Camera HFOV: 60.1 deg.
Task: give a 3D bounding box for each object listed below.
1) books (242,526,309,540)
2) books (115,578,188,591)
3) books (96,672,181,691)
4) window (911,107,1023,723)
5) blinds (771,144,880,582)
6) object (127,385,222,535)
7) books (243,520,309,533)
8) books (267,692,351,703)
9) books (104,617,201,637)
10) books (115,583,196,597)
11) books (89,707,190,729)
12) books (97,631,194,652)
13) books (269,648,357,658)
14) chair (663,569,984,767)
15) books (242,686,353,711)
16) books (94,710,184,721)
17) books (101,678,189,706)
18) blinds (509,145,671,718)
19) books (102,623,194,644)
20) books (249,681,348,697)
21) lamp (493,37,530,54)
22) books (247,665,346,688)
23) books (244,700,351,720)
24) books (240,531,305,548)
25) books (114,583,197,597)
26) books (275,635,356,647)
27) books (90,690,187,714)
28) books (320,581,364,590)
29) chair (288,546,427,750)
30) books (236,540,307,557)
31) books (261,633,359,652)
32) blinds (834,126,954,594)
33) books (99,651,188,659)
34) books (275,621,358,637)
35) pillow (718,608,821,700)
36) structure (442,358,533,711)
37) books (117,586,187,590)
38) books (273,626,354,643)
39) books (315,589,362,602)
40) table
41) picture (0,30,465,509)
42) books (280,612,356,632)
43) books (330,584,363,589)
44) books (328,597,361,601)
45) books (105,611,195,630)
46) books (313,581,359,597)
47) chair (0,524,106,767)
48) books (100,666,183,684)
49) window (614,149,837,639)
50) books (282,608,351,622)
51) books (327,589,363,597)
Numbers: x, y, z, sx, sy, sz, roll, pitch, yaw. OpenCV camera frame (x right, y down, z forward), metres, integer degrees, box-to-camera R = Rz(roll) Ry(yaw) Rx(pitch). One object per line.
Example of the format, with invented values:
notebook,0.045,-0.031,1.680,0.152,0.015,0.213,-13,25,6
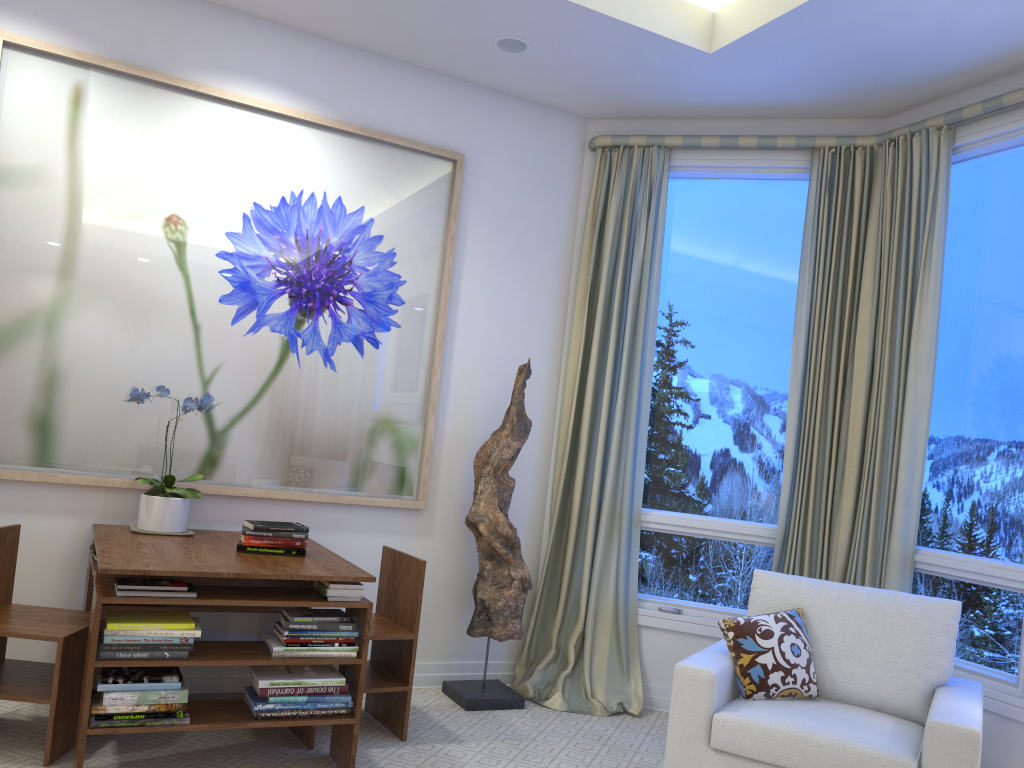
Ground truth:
books,-0.770,0.481,2.875,0.206,0.020,0.124,7,-4,-16
books,-0.985,0.546,2.418,0.177,0.009,0.113,8,-4,-26
books,-1.009,0.801,2.391,0.206,0.019,0.119,8,-4,-26
window,1.847,0.072,2.771,0.206,2.024,1.511,7,-2,-26
blinds,1.199,0.216,3.447,0.523,2.368,0.270,6,-1,17
object,-1.195,0.259,3.051,0.306,0.504,0.215,7,-2,-26
books,-0.765,0.462,2.874,0.181,0.018,0.125,9,-5,-31
books,-0.608,0.908,2.617,0.235,0.018,0.169,8,-4,-21
books,-0.983,0.664,2.431,0.240,0.019,0.173,8,-4,-21
books,-0.972,0.560,2.418,0.201,0.014,0.136,8,-4,-26
books,-1.011,0.893,2.402,0.243,0.019,0.168,8,-4,-26
books,-0.997,0.699,2.407,0.235,0.019,0.143,8,-4,-26
books,-0.597,0.781,2.626,0.240,0.017,0.173,8,-4,-21
chair,0.963,0.972,2.674,0.804,0.705,0.690,5,-3,29
books,-0.633,0.921,2.608,0.285,0.018,0.181,8,-4,-26
books,-1.013,0.874,2.397,0.218,0.021,0.157,8,-4,-26
books,-0.994,0.829,2.396,0.209,0.036,0.144,8,-4,-26
blinds,0.349,0.136,3.690,0.641,2.372,0.295,6,-1,15
books,-0.994,0.680,2.415,0.223,0.020,0.154,8,-4,-26
books,-0.630,0.883,2.614,0.257,0.033,0.155,8,-4,-26
lamp,-0.001,-1.245,3.276,0.137,0.014,0.138,3,-5,36
books,-0.636,0.856,2.609,0.249,0.022,0.179,8,-4,-26
books,-0.637,0.943,2.621,0.277,0.032,0.192,8,-4,-26
books,-0.777,0.504,2.872,0.190,0.031,0.132,8,-4,-21
books,-0.973,0.560,2.418,0.201,0.015,0.140,8,-4,-26
books,-0.584,0.755,2.623,0.206,0.011,0.148,8,-4,-26
books,-1.009,0.854,2.391,0.234,0.022,0.141,8,-4,-26
books,-0.511,0.591,2.640,0.103,0.013,0.142,8,-4,-26
chair,-0.554,0.879,3.042,0.341,0.609,0.339,7,-2,-31
books,-0.778,0.532,2.882,0.213,0.027,0.154,7,-4,-11
books,-0.602,0.766,2.629,0.249,0.015,0.179,8,-4,-26
blinds,1.324,0.221,3.300,0.267,2.365,0.523,7,-1,-33
books,-1.004,0.718,2.406,0.218,0.020,0.157,8,-4,-26
books,-0.581,0.728,2.630,0.218,0.017,0.137,8,-4,-26
pillow,0.802,0.830,2.748,0.285,0.272,0.187,7,-2,-17
structure,-0.048,0.580,3.569,0.306,1.392,0.263,7,-1,-26
books,-0.984,0.546,2.418,0.174,0.008,0.111,8,-4,-26
books,-0.589,0.742,2.622,0.210,0.015,0.145,8,-4,-26
books,-0.517,0.626,2.638,0.103,0.013,0.142,8,-4,-26
table,-0.960,0.824,2.831,0.742,0.599,0.899,8,-3,-26
picture,-1.026,-0.324,3.253,1.685,1.459,0.030,8,-1,-26
books,-0.578,0.708,2.631,0.206,0.026,0.124,8,-4,-21
books,-0.512,0.591,2.640,0.100,0.012,0.140,8,-4,-26
books,-0.518,0.626,2.639,0.101,0.012,0.140,8,-4,-26
books,-0.990,0.646,2.418,0.218,0.019,0.157,8,-4,-26
books,-0.518,0.609,2.643,0.112,0.022,0.153,8,-4,-26
chair,-1.428,0.753,2.630,0.340,0.609,0.340,6,-2,-1
books,-1.001,0.785,2.392,0.198,0.017,0.114,8,-4,-26
window,2.162,-0.013,1.087,0.816,2.023,6.840,7,-4,-26
books,-0.581,0.686,2.628,0.177,0.017,0.113,8,-4,-26
books,-0.519,0.609,2.643,0.108,0.020,0.151,8,-4,-26
